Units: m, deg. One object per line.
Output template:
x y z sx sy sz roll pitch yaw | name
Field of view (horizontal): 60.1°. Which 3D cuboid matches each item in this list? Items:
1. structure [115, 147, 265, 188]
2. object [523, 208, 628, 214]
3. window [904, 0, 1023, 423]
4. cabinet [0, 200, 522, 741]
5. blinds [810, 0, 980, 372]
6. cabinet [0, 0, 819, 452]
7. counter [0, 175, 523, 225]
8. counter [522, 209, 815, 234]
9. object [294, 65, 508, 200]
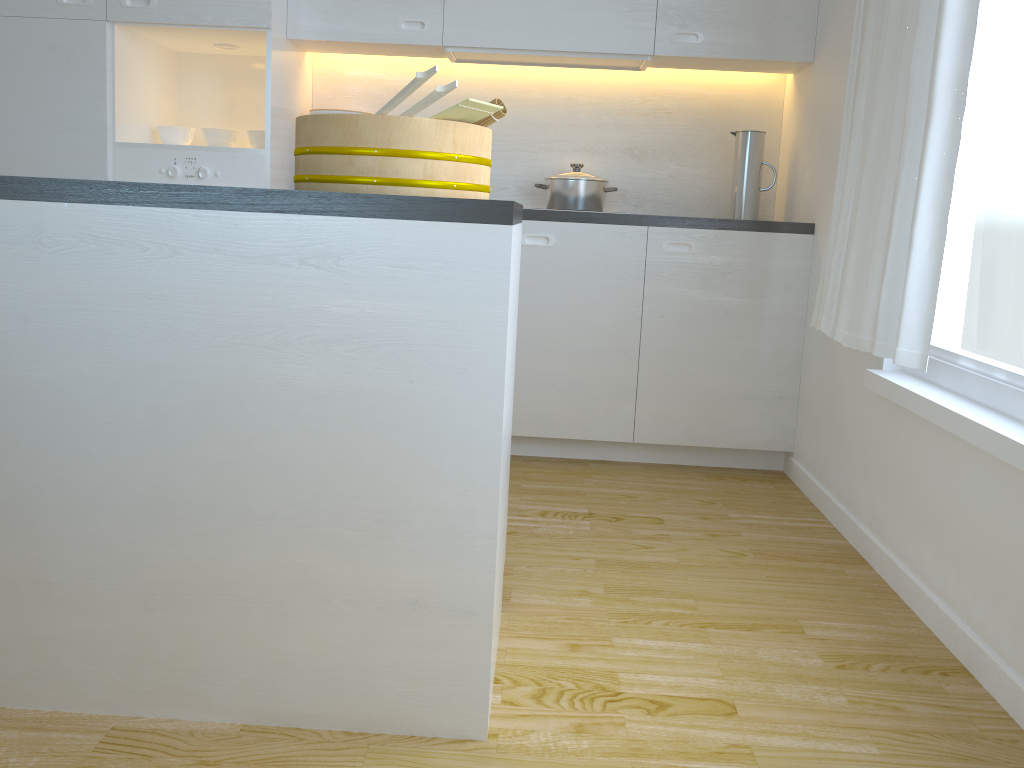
-1.207 -0.569 3.306 0.561 0.591 0.049 3 7 2 | structure
0.112 -0.692 3.533 0.654 0.013 0.567 3 11 2 | object
1.147 -0.720 1.023 0.088 1.901 2.752 3 10 2 | window
-1.208 0.062 1.847 2.400 0.903 0.606 3 8 2 | cabinet
1.013 -1.164 2.344 0.150 2.142 0.801 3 8 1 | blinds
-0.477 -1.011 3.449 3.201 2.282 0.485 3 8 2 | cabinet
-1.184 -0.404 1.787 2.400 0.040 0.606 3 11 2 | counter
0.107 -0.674 3.532 2.000 0.040 0.606 3 11 2 | counter
-0.205 -0.465 1.701 0.431 0.212 0.380 9 12 29 | object
